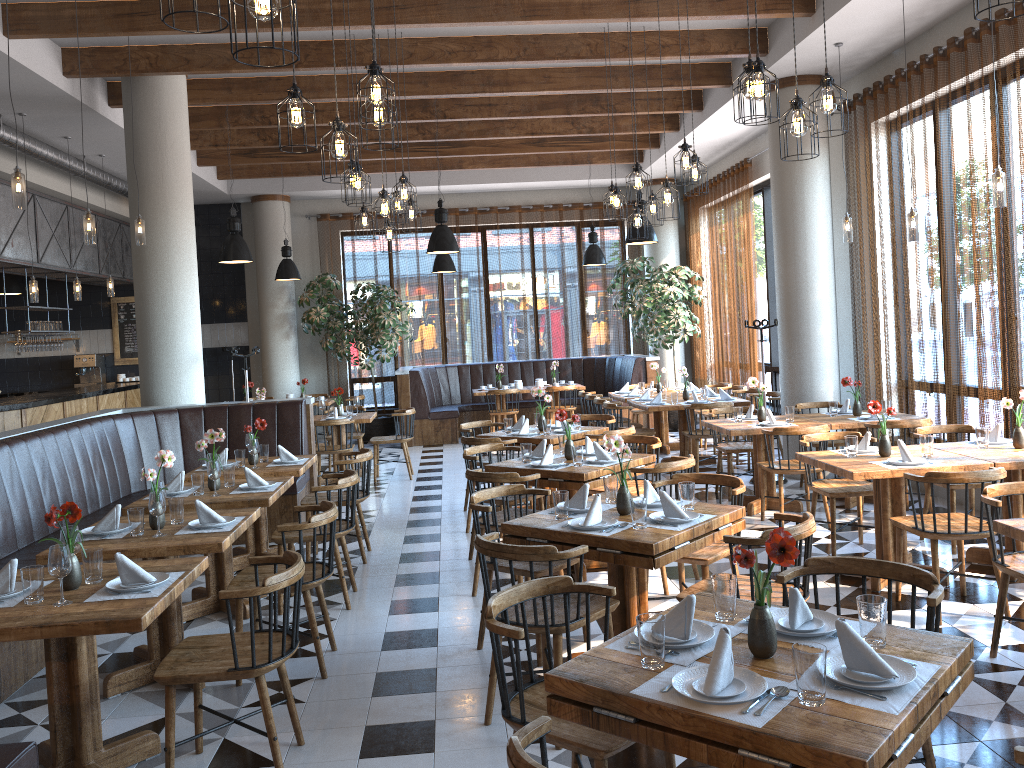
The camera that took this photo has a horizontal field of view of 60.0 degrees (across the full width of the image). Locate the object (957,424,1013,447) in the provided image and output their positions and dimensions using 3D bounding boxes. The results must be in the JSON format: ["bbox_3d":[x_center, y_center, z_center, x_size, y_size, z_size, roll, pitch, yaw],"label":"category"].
[{"bbox_3d":[3.196,0.325,5.888,0.352,0.137,0.272,-3,3,-4],"label":"object"}]

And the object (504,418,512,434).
[{"bbox_3d":[-0.033,0.375,7.898,0.080,0.132,0.080,-4,2,-39],"label":"object"}]

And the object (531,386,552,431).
[{"bbox_3d":[0.271,0.221,7.961,0.206,0.400,0.146,-3,1,15],"label":"object"}]

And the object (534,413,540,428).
[{"bbox_3d":[0.245,0.339,8.239,0.080,0.132,0.080,-4,2,-29],"label":"object"}]

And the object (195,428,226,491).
[{"bbox_3d":[-1.907,0.480,5.621,0.206,0.400,0.146,-3,1,-2],"label":"object"}]

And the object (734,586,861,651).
[{"bbox_3d":[0.853,0.650,2.612,0.352,0.137,0.272,0,4,41],"label":"object"}]

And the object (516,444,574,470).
[{"bbox_3d":[0.227,0.479,5.941,0.352,0.137,0.272,0,4,41],"label":"object"}]

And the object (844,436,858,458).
[{"bbox_3d":[2.157,0.398,5.628,0.080,0.132,0.080,-4,2,-19],"label":"object"}]

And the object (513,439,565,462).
[{"bbox_3d":[0.193,0.458,6.317,0.272,0.137,0.353,0,4,41],"label":"object"}]

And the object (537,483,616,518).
[{"bbox_3d":[0.333,0.564,4.459,0.272,0.137,0.353,0,4,41],"label":"object"}]

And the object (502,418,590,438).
[{"bbox_3d":[0.285,0.363,7.774,0.577,0.137,0.583,0,4,41],"label":"object"}]

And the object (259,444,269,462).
[{"bbox_3d":[-1.924,0.538,6.872,0.080,0.132,0.080,-4,2,-19],"label":"object"}]

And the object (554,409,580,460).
[{"bbox_3d":[0.377,0.347,6.177,0.156,0.355,0.171,-4,2,-39],"label":"object"}]

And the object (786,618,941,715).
[{"bbox_3d":[0.887,0.672,2.236,0.272,0.137,0.353,0,4,41],"label":"object"}]

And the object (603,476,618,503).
[{"bbox_3d":[0.514,0.549,4.599,0.080,0.132,0.080,-3,2,11],"label":"object"}]

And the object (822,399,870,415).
[{"bbox_3d":[3.034,0.199,8.079,0.352,0.137,0.272,-3,3,-4],"label":"object"}]

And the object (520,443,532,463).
[{"bbox_3d":[0.099,0.478,6.111,0.080,0.132,0.080,-3,2,1],"label":"object"}]

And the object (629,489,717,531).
[{"bbox_3d":[0.745,0.564,4.114,0.272,0.137,0.353,0,4,41],"label":"object"}]

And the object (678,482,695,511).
[{"bbox_3d":[0.853,0.548,4.315,0.080,0.132,0.080,-3,2,11],"label":"object"}]

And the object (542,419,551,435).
[{"bbox_3d":[0.302,0.374,7.625,0.080,0.132,0.080,-4,2,-39],"label":"object"}]

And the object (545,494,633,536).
[{"bbox_3d":[0.368,0.586,4.083,0.352,0.137,0.272,0,4,41],"label":"object"}]

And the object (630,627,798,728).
[{"bbox_3d":[0.510,0.693,2.205,0.352,0.137,0.272,0,4,41],"label":"object"}]

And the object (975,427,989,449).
[{"bbox_3d":[3.022,0.348,5.691,0.080,0.132,0.080,-2,2,31],"label":"object"}]

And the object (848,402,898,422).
[{"bbox_3d":[3.079,0.229,7.548,0.352,0.137,0.272,-3,3,-4],"label":"object"}]

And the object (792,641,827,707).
[{"bbox_3d":[0.710,0.691,2.107,0.080,0.132,0.080,-2,2,21],"label":"object"}]

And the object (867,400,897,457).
[{"bbox_3d":[2.330,0.279,5.609,0.156,0.355,0.171,-4,2,-25],"label":"object"}]

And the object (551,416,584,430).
[{"bbox_3d":[0.441,0.333,8.137,0.352,0.137,0.272,0,4,41],"label":"object"}]

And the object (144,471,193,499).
[{"bbox_3d":[-2.156,0.624,5.633,0.272,0.137,0.352,-3,3,-4],"label":"object"}]

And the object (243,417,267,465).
[{"bbox_3d":[-1.941,0.436,6.741,0.171,0.355,0.156,-3,1,-1],"label":"object"}]

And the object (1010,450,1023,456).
[{"bbox_3d":[3.241,0.355,5.357,0.352,0.137,0.272,-3,3,-4],"label":"object"}]

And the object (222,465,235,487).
[{"bbox_3d":[-1.843,0.602,5.773,0.080,0.132,0.080,-3,2,1],"label":"object"}]

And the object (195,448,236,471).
[{"bbox_3d":[-2.239,0.560,6.753,0.272,0.137,0.352,-3,3,-4],"label":"object"}]

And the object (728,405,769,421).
[{"bbox_3d":[2.149,0.250,8.014,0.352,0.137,0.272,-3,3,-4],"label":"object"}]

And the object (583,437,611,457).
[{"bbox_3d":[0.570,0.436,6.348,0.352,0.137,0.272,0,4,41],"label":"object"}]

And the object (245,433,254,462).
[{"bbox_3d":[-2.047,0.499,6.944,0.081,0.215,0.081,-4,2,-35],"label":"object"}]

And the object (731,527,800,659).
[{"bbox_3d":[0.697,0.564,2.379,0.171,0.355,0.156,-2,2,43],"label":"object"}]

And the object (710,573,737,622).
[{"bbox_3d":[0.653,0.657,2.721,0.080,0.132,0.080,-3,2,11],"label":"object"}]

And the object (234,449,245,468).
[{"bbox_3d":[-2.032,0.559,6.628,0.080,0.132,0.080,-3,2,-4],"label":"object"}]

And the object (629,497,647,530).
[{"bbox_3d":[0.571,0.583,3.985,0.080,0.132,0.080,-3,2,11],"label":"object"}]

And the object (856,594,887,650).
[{"bbox_3d":[0.992,0.656,2.437,0.080,0.132,0.080,-4,2,-29],"label":"object"}]

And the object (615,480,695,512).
[{"bbox_3d":[0.711,0.542,4.490,0.352,0.137,0.272,0,4,41],"label":"object"}]

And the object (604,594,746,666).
[{"bbox_3d":[0.476,0.672,2.581,0.272,0.137,0.353,0,4,41],"label":"object"}]

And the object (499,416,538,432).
[{"bbox_3d":[0.064,0.355,8.107,0.272,0.137,0.353,0,4,41],"label":"object"}]

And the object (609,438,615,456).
[{"bbox_3d":[0.716,0.442,6.169,0.080,0.132,0.080,-3,2,1],"label":"object"}]

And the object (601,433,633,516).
[{"bbox_3d":[0.512,0.433,4.294,0.146,0.400,0.207,-3,2,7],"label":"object"}]

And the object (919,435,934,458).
[{"bbox_3d":[2.566,0.386,5.478,0.080,0.132,0.080,-4,2,-19],"label":"object"}]

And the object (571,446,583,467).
[{"bbox_3d":[0.434,0.477,5.839,0.080,0.132,0.080,-3,2,1],"label":"object"}]

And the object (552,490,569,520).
[{"bbox_3d":[0.237,0.584,4.257,0.080,0.132,0.080,-3,2,11],"label":"object"}]

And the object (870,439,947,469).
[{"bbox_3d":[2.356,0.406,5.292,0.352,0.137,0.272,-3,3,-4],"label":"object"}]

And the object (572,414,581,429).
[{"bbox_3d":[0.584,0.339,7.955,0.080,0.132,0.080,-4,2,-29],"label":"object"}]

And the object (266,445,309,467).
[{"bbox_3d":[-1.715,0.530,6.782,0.272,0.137,0.352,-3,3,-4],"label":"object"}]

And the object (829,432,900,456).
[{"bbox_3d":[2.311,0.376,5.823,0.352,0.137,0.272,-3,3,-4],"label":"object"}]

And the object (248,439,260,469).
[{"bbox_3d":[-1.909,0.515,6.562,0.081,0.215,0.081,-3,1,4],"label":"object"}]

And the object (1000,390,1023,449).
[{"bbox_3d":[3.206,0.211,5.588,0.206,0.400,0.146,-3,1,0],"label":"object"}]

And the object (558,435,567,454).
[{"bbox_3d":[0.377,0.442,6.452,0.080,0.132,0.080,-3,2,11],"label":"object"}]

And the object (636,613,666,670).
[{"bbox_3d":[0.376,0.692,2.379,0.080,0.132,0.080,-2,2,21],"label":"object"}]

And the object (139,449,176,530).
[{"bbox_3d":[-1.799,0.542,4.528,0.146,0.400,0.207,-3,2,3],"label":"object"}]

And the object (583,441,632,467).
[{"bbox_3d":[0.605,0.457,5.972,0.272,0.137,0.353,0,4,41],"label":"object"}]
